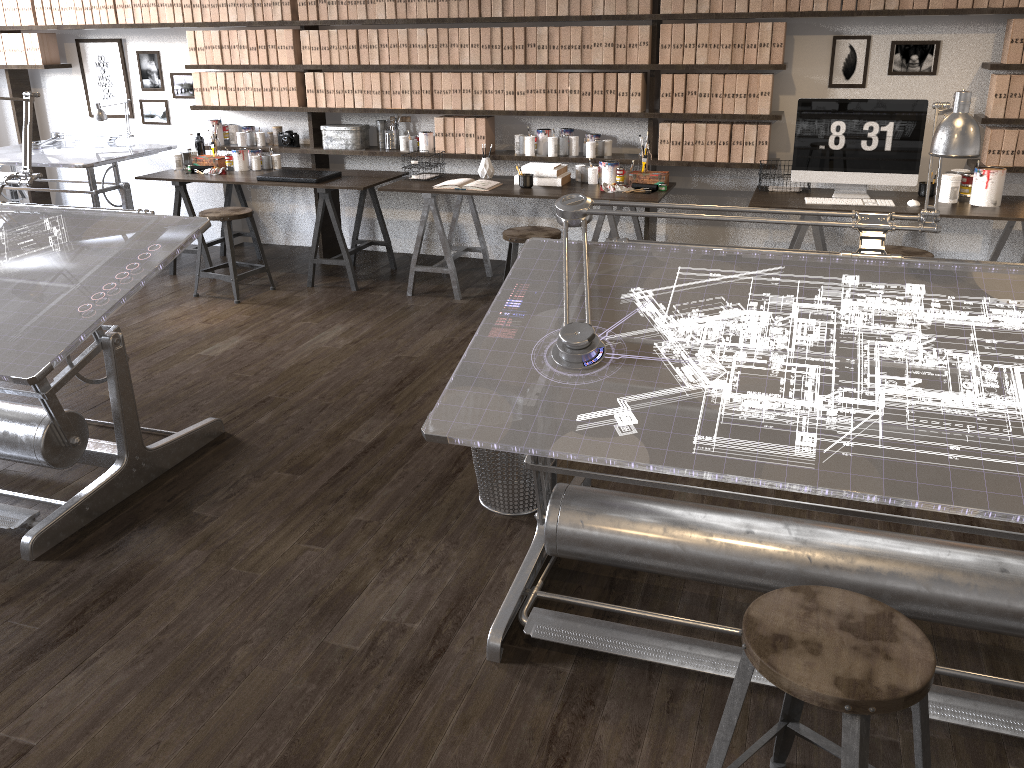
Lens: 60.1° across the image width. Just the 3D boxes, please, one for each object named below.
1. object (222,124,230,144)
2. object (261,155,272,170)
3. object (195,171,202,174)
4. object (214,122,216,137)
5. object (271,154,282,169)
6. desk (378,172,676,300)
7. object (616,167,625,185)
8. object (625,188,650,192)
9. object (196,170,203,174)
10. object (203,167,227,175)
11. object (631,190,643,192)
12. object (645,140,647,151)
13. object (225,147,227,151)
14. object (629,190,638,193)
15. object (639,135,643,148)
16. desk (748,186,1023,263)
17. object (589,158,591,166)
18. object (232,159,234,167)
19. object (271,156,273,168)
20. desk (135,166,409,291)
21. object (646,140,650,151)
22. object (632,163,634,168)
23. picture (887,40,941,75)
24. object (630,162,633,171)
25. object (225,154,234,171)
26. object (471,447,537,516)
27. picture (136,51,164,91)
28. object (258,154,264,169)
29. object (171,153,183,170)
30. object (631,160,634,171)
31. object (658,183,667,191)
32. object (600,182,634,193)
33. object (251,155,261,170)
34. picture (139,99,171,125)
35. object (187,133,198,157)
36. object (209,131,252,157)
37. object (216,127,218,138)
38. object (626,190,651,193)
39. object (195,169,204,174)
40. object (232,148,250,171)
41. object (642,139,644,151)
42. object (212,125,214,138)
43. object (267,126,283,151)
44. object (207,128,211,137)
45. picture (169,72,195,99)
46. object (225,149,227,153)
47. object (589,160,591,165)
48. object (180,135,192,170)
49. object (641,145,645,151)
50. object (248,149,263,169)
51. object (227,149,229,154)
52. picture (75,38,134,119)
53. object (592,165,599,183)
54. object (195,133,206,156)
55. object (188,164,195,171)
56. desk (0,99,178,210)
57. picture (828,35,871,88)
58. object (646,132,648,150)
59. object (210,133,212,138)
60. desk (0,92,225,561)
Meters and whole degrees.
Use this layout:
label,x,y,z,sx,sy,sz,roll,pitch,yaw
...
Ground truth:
label,x,y,z,sx,sy,sz,roll,pitch,yaw
object,-2.048,-1.786,6.334,0.050,0.137,0.052,5,20,15
object,-1.670,-1.510,6.033,0.063,0.092,0.064,-9,21,-21
object,-2.101,-1.418,5.936,0.005,0.005,0.159,-15,26,-34
object,-2.027,-1.675,6.056,0.007,0.224,0.021,10,22,28
object,-1.611,-1.522,6.062,0.062,0.093,0.062,-9,21,-21
desk,0.100,-0.879,5.411,1.671,0.659,0.665,6,22,18
object,0.636,-1.211,5.194,0.050,0.110,0.050,7,21,21
object,0.706,-1.101,5.027,0.171,0.017,0.012,-6,21,-12
object,-2.088,-1.417,5.920,0.006,0.006,0.159,-1,22,-2
object,-1.985,-1.424,5.897,0.133,0.050,0.199,-19,28,-38
object,0.701,-1.096,5.037,0.119,0.006,0.008,-9,22,-21
object,0.773,-1.321,5.139,0.005,0.177,0.022,14,24,35
object,-1.950,-1.552,6.077,0.033,0.145,0.005,6,20,19
object,0.700,-1.096,5.025,0.006,0.006,0.158,15,26,36
object,0.759,-1.341,5.148,0.055,0.210,0.007,8,21,24
desk,2.129,-0.645,4.759,1.671,0.659,0.665,6,22,18
object,0.482,-1.310,5.410,0.030,0.131,0.004,8,21,22
object,-1.924,-1.520,6.084,0.060,0.087,0.060,4,21,13
object,-1.679,-1.532,6.116,0.054,0.079,0.054,6,21,18
desk,-1.573,-1.071,5.948,1.671,0.659,0.665,6,22,18
object,0.776,-1.327,5.144,0.008,0.183,0.072,-11,22,-27
object,0.701,-1.251,5.244,0.040,0.122,0.005,5,20,15
picture,2.235,-1.814,4.929,0.251,0.180,0.023,6,20,18
object,0.693,-1.247,5.223,0.040,0.128,0.005,5,20,16
object,-1.920,-1.505,6.015,0.049,0.110,0.050,5,20,14
object,-0.001,0.222,3.007,0.355,0.372,0.356,16,26,37
picture,-2.663,-2.307,6.529,0.201,0.280,0.022,6,20,17
object,-1.716,-1.523,6.066,0.045,0.099,0.045,6,21,17
object,-2.298,-1.528,6.085,0.068,0.103,0.069,8,22,22
object,0.703,-1.247,5.226,0.033,0.145,0.005,6,20,17
object,0.862,-1.127,5.068,0.049,0.037,0.050,8,22,21
object,0.605,-1.127,5.065,0.197,0.050,0.134,-5,22,-10
object,-1.736,-1.500,6.010,0.062,0.093,0.062,-12,23,-29
picture,-2.670,-2.035,6.626,0.251,0.180,0.023,6,20,18
object,-2.206,-1.612,6.118,0.069,0.233,0.069,5,20,15
object,-1.944,-1.670,6.158,0.077,0.144,0.348,16,27,38
object,-2.022,-1.658,6.050,0.055,0.190,0.006,5,20,17
object,0.719,-1.094,5.030,0.158,0.005,0.005,-7,21,-15
object,-2.091,-1.422,5.926,0.011,0.017,0.173,-16,26,-36
object,-1.845,-1.525,6.025,0.105,0.139,0.105,3,20,11
object,0.770,-1.334,5.161,0.006,0.179,0.054,-11,22,-26
object,-2.031,-1.659,6.036,0.007,0.210,0.055,-14,23,-33
object,-1.653,-1.715,6.199,0.107,0.159,0.239,-6,22,-15
object,-2.042,-1.653,6.054,0.071,0.183,0.008,6,20,19
picture,-2.380,-2.180,6.470,0.251,0.180,0.023,6,20,18
object,-1.943,-1.550,6.070,0.040,0.128,0.005,7,21,20
object,0.488,-1.308,5.403,0.036,0.116,0.005,8,21,23
object,-2.229,-1.583,6.056,0.069,0.226,0.069,5,20,15
object,0.765,-1.314,5.147,0.038,0.151,0.008,-8,21,-21
object,-1.765,-1.552,6.109,0.095,0.126,0.095,7,22,21
object,-1.937,-1.554,6.091,0.041,0.122,0.005,7,21,21
picture,-3.062,-2.296,6.665,0.416,0.565,0.040,6,20,18
object,0.505,-1.267,5.352,0.045,0.099,0.045,6,21,18
object,-2.179,-1.638,6.195,0.069,0.226,0.069,5,20,15
object,-2.188,-1.478,6.047,0.049,0.037,0.050,5,21,14
desk,-3.135,-1.441,6.347,1.270,1.080,1.087,6,22,18
picture,1.919,-1.832,5.039,0.201,0.280,0.022,6,20,17
object,0.781,-1.352,5.153,0.020,0.224,0.007,-16,25,-38
object,-2.040,-1.636,6.048,0.005,0.151,0.037,4,20,13
desk,-2.251,-0.391,3.279,2.283,1.364,1.093,6,21,18
